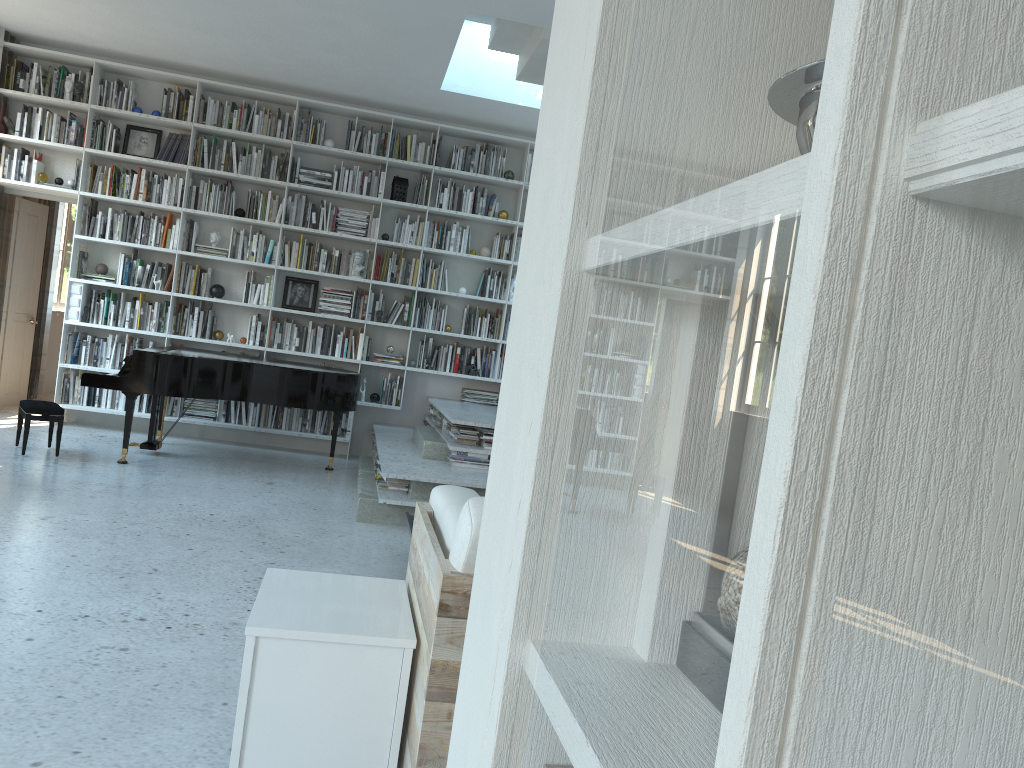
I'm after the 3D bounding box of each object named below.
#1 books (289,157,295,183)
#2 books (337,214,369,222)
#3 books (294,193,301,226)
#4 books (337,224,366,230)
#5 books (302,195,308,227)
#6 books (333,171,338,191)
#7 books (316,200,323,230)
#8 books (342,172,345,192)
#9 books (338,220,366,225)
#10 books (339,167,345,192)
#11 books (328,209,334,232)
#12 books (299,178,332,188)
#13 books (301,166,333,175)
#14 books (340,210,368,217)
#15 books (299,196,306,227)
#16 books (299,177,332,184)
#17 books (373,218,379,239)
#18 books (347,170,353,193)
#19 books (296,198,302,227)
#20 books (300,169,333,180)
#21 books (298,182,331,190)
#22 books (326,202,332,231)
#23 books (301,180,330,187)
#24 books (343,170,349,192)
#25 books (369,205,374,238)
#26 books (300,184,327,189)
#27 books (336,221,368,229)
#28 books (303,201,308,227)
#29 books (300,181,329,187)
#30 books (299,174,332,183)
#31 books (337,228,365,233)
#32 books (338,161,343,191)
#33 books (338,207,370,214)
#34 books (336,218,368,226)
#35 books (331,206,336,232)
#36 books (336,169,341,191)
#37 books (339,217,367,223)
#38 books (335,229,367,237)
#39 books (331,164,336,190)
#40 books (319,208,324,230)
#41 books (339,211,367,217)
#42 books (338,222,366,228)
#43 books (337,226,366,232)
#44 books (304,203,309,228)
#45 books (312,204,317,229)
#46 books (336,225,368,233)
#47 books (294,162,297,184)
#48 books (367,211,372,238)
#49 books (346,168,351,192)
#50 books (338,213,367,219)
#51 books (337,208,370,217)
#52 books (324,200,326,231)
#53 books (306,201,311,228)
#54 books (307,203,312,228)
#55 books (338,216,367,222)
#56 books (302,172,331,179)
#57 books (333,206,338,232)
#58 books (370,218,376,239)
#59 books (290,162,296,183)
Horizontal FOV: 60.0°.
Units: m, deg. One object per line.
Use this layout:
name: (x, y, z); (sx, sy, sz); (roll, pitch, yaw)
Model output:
books: (-1.988, -1.912, 8.016); (0.012, 0.254, 0.160); (8, 3, -10)
books: (-1.458, -1.520, 8.136); (0.285, 0.012, 0.159); (8, 2, -11)
books: (-1.947, -1.567, 8.055); (0.014, 0.313, 0.133); (8, 3, -10)
books: (-1.470, -1.436, 8.138); (0.254, 0.012, 0.160); (8, 2, -8)
books: (-1.881, -1.551, 8.051); (0.011, 0.300, 0.179); (8, 3, -10)
books: (-1.608, -1.826, 8.072); (0.025, 0.187, 0.193); (8, 2, -10)
books: (-1.753, -1.526, 8.082); (0.022, 0.285, 0.130); (8, 3, -10)
books: (-1.538, -1.826, 8.101); (0.011, 0.204, 0.133); (8, 3, -10)
books: (-1.465, -1.472, 8.138); (0.254, 0.012, 0.160); (8, 2, -9)
books: (-1.549, -1.844, 8.085); (0.021, 0.237, 0.171); (8, 3, -10)
books: (-1.652, -1.477, 8.101); (0.024, 0.216, 0.132); (8, 3, -10)
books: (-1.784, -1.824, 8.052); (0.285, 0.012, 0.159); (8, 2, -13)
books: (-1.769, -1.926, 8.054); (0.285, 0.024, 0.159); (8, 2, -10)
books: (-1.453, -1.558, 8.136); (0.254, 0.012, 0.160); (8, 2, -10)
books: (-1.902, -1.551, 8.055); (0.029, 0.295, 0.151); (8, 3, -10)
books: (-1.783, -1.836, 8.053); (0.285, 0.012, 0.159); (8, 2, -12)
books: (-1.255, -1.418, 8.181); (0.030, 0.205, 0.158); (8, 2, -10)
books: (-1.478, -1.825, 8.100); (0.028, 0.219, 0.183); (8, 2, -10)
books: (-1.927, -1.539, 8.034); (0.025, 0.266, 0.185); (8, 3, -10)
books: (-1.772, -1.901, 8.050); (0.285, 0.024, 0.159); (8, 2, -8)
books: (-1.789, -1.787, 8.053); (0.285, 0.012, 0.159); (8, 2, -7)
books: (-1.668, -1.505, 8.081); (0.021, 0.269, 0.191); (8, 3, -10)
books: (-1.786, -1.812, 8.052); (0.254, 0.012, 0.160); (8, 2, -13)
books: (-1.516, -1.828, 8.090); (0.027, 0.216, 0.190); (8, 2, -10)
books: (-1.296, -1.481, 8.167); (0.012, 0.319, 0.139); (8, 3, -10)
books: (-1.791, -1.775, 8.052); (0.254, 0.012, 0.160); (8, 2, -6)
books: (-1.467, -1.460, 8.139); (0.285, 0.012, 0.159); (8, 2, -9)
books: (-1.874, -1.525, 8.057); (0.011, 0.252, 0.152); (8, 3, -10)
books: (-1.787, -1.799, 8.049); (0.254, 0.012, 0.160); (8, 2, -5)
books: (-1.778, -1.852, 8.046); (0.285, 0.024, 0.159); (8, 2, -5)
books: (-1.475, -1.400, 8.144); (0.254, 0.012, 0.160); (8, 2, -10)
books: (-1.558, -1.868, 8.066); (0.011, 0.284, 0.190); (8, 3, -10)
books: (-1.449, -1.581, 8.131); (0.285, 0.012, 0.159); (8, 2, -8)
books: (-1.463, -1.483, 8.133); (0.285, 0.012, 0.159); (8, 2, -7)
books: (-1.630, -1.488, 8.096); (0.015, 0.245, 0.183); (8, 2, -10)
books: (-1.587, -1.843, 8.104); (0.024, 0.223, 0.128); (8, 3, -10)
books: (-1.461, -1.495, 8.133); (0.254, 0.012, 0.160); (8, 2, -13)
books: (-1.477, -1.388, 8.143); (0.285, 0.012, 0.159); (8, 2, -9)
books: (-1.622, -1.862, 8.071); (0.012, 0.254, 0.160); (8, 3, -10)
books: (-1.735, -1.489, 8.082); (0.024, 0.217, 0.147); (8, 3, -10)
books: (-1.454, -1.545, 8.132); (0.254, 0.012, 0.160); (8, 2, -8)
books: (-1.468, -1.448, 8.137); (0.254, 0.012, 0.160); (8, 2, -12)
books: (-1.473, -1.412, 8.141); (0.254, 0.012, 0.160); (8, 2, -11)
books: (-1.863, -1.515, 8.060); (0.014, 0.233, 0.147); (8, 3, -10)
books: (-1.798, -1.507, 8.063); (0.066, 0.237, 0.153); (8, 3, -10)
books: (-1.471, -1.424, 8.136); (0.285, 0.012, 0.159); (8, 2, -13)
books: (-1.951, -1.889, 8.017); (0.013, 0.218, 0.141); (8, 3, -10)
books: (-1.310, -1.449, 8.151); (0.012, 0.254, 0.160); (8, 3, -10)
books: (-1.497, -1.840, 8.105); (0.012, 0.244, 0.131); (8, 3, -10)
books: (-1.455, -1.531, 8.127); (0.254, 0.012, 0.160); (8, 2, -5)
books: (-1.450, -1.569, 8.124); (0.285, 0.012, 0.159); (8, 2, -15)
books: (-1.703, -1.522, 8.088); (0.049, 0.291, 0.162); (8, 3, -10)
books: (-1.848, -1.521, 8.058); (0.014, 0.250, 0.172); (8, 3, -10)
books: (-1.837, -1.514, 8.062); (0.011, 0.240, 0.147); (8, 3, -10)
books: (-1.460, -1.508, 8.134); (0.254, 0.012, 0.160); (8, 2, -8)
books: (-1.775, -1.877, 8.047); (0.254, 0.025, 0.160); (8, 2, -14)
books: (-1.614, -1.487, 8.086); (0.013, 0.247, 0.176); (8, 3, -10)
books: (-1.283, -1.418, 8.171); (0.030, 0.198, 0.171); (8, 2, -10)
books: (-1.969, -1.883, 8.001); (0.027, 0.201, 0.167); (8, 2, -10)
